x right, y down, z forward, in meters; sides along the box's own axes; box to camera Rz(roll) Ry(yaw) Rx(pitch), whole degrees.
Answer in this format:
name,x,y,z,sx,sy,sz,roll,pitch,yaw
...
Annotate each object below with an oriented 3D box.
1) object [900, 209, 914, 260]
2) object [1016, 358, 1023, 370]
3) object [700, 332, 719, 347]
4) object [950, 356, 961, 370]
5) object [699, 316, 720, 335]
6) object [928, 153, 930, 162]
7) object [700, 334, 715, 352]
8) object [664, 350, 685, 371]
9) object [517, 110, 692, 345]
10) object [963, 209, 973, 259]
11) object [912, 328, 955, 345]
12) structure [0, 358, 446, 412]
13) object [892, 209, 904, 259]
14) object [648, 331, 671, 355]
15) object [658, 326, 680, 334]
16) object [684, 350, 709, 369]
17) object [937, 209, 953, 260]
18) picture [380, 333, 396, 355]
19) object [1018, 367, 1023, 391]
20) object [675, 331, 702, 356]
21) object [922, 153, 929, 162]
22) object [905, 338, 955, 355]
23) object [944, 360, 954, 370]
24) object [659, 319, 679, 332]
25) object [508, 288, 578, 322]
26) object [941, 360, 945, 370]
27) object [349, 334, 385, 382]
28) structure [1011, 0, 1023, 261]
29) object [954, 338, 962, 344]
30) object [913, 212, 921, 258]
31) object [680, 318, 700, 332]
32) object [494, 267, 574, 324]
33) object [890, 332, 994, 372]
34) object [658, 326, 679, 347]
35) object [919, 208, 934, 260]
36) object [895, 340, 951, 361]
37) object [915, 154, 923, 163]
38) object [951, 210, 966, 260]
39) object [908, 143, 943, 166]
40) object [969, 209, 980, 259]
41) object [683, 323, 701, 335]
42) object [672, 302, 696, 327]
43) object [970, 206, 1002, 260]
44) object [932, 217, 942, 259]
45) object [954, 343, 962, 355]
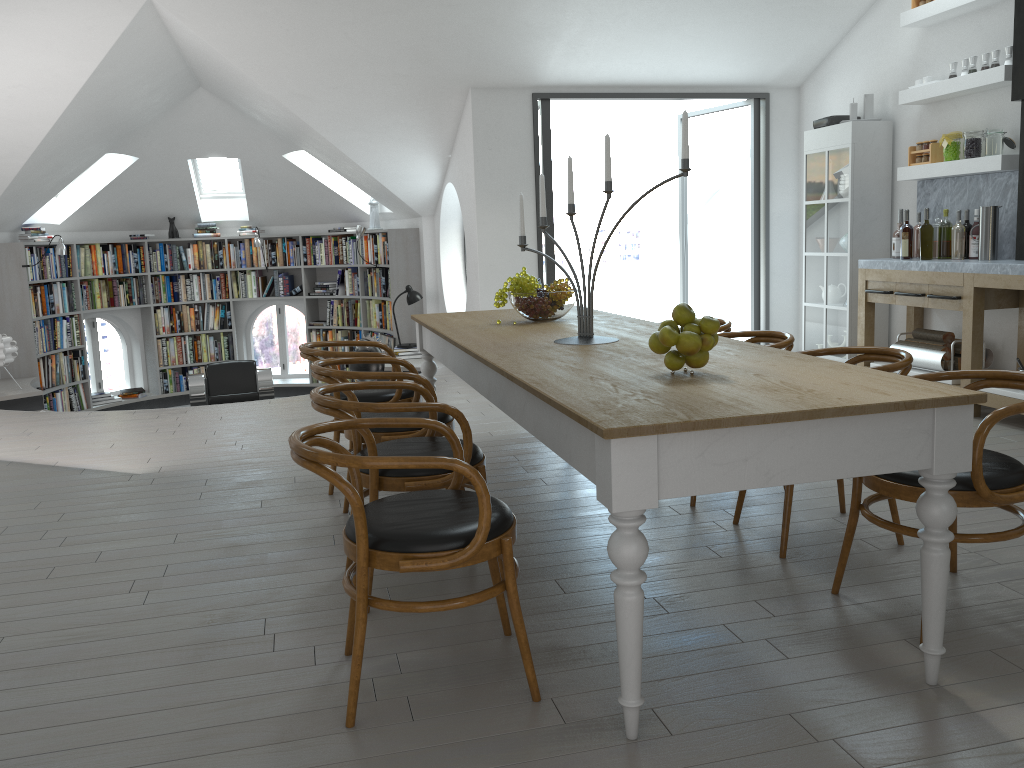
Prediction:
name,x,y,z,sx,sy,sz,roll,pitch,yaw
object,2.760,-1.039,6.201,0.093,0.357,0.093,1,8,21
object,3.049,-0.068,5.230,0.051,0.151,0.191,-4,9,-13
object,0.598,-0.137,2.699,0.062,0.059,0.062,-4,9,-9
object,2.922,-0.171,6.097,0.093,0.083,0.481,-5,10,-16
object,0.592,-0.176,2.659,0.062,0.059,0.062,-4,9,-13
object,2.964,-1.594,6.239,0.058,0.075,0.059,-1,9,10
object,0.578,-0.123,2.645,0.051,0.053,0.053,-6,9,-22
object,0.491,-0.071,2.675,0.063,0.063,0.064,-3,9,-2
object,0.332,-0.596,3.496,0.266,0.871,0.776,-9,11,-39
object,3.039,-1.000,5.927,0.085,0.329,0.085,-3,8,-5
object,2.920,-0.324,6.149,0.104,0.102,0.293,-5,10,-16
structure,-2.985,0.173,9.216,4.712,0.690,4.726,4,11,31
object,2.800,-1.081,6.391,0.085,0.358,0.089,-1,8,8
object,0.454,-0.126,2.713,0.070,0.072,0.071,5,11,41
object,0.488,-0.156,2.761,0.071,0.063,0.072,-5,9,-20
object,0.560,-0.085,2.697,0.078,0.073,0.080,3,10,31
object,2.927,-1.009,5.987,0.092,0.338,0.092,-2,8,4
picture,-1.430,-0.125,10.126,0.090,0.859,0.580,-6,9,-23
object,3.161,-0.044,5.229,0.379,0.163,0.223,-6,10,-24
object,0.524,-0.121,2.631,0.077,0.076,0.076,6,12,43
object,2.948,-1.604,6.304,0.058,0.075,0.059,-1,9,10
object,2.875,-0.258,6.109,0.101,0.086,0.364,-5,10,-16
object,2.849,-0.156,6.080,0.067,0.067,0.424,-5,10,-16
object,0.475,-0.167,2.683,0.058,0.057,0.053,-2,9,1
object,0.160,-0.395,4.495,0.360,0.159,0.361,-8,11,-33
object,2.771,-0.151,6.059,0.067,0.067,0.424,-5,10,-16
object,-1.361,-0.194,8.291,0.321,0.560,0.321,-9,11,-40
structure,3.457,-1.631,4.900,0.781,1.877,1.079,-4,8,-13
object,3.055,-0.279,6.126,0.071,0.072,0.424,-5,10,-16
object,2.907,-1.061,6.339,0.085,0.329,0.085,-3,8,-5
object,0.558,-0.172,2.739,0.066,0.071,0.072,-11,12,-44
object,0.129,-0.458,4.494,0.293,0.283,0.395,5,12,40
object,2.933,-0.219,6.082,0.429,0.230,0.529,-5,10,-16
object,0.466,-0.141,2.630,0.062,0.063,0.063,5,11,38
object,2.810,-1.013,6.010,0.093,0.357,0.092,2,9,30
object,2.808,-0.232,6.066,0.092,0.093,0.438,-5,10,-16
object,2.931,-1.614,6.368,0.058,0.075,0.059,-1,9,10
object,2.943,-0.980,5.845,0.085,0.329,0.085,-3,8,-5
object,2.946,-1.627,6.298,0.120,0.145,0.238,-4,9,-13
object,3.050,-0.982,5.820,0.081,0.328,0.081,0,8,14
object,0.542,-0.159,2.668,0.053,0.050,0.053,-10,12,-42
object,0.523,-0.211,2.697,0.072,0.074,0.073,-4,9,-13
object,3.029,-0.962,5.653,0.114,0.338,0.165,-4,8,-10
object,2.957,-1.015,6.156,0.183,0.285,0.185,-1,8,10
object,2.977,-0.252,6.127,0.115,0.079,0.436,-5,10,-16
